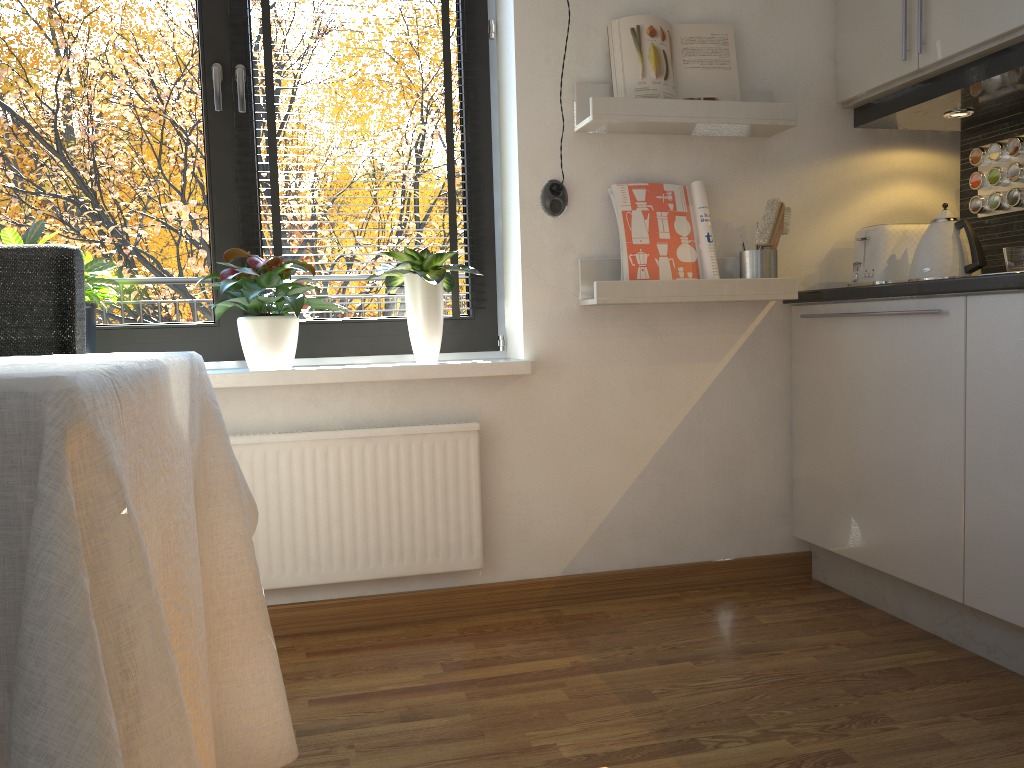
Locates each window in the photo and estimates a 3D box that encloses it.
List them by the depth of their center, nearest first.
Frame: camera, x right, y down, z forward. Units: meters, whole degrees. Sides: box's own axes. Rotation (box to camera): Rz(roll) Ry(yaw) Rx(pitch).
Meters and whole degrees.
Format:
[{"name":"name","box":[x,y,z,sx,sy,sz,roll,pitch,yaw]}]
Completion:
[{"name":"window","box":[-0.791,-0.828,2.394,1.561,1.589,0.119,-3,5,-14]},{"name":"window","box":[-5.287,0.800,13.517,12.972,18.391,21.806,-1,4,16]}]

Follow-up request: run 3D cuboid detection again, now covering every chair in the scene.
[{"name":"chair","box":[-0.966,0.245,1.396,0.461,0.961,0.544,-2,4,-9]}]

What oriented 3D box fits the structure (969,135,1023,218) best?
[{"name":"structure","box":[1.415,-0.596,2.521,0.045,0.210,0.279,-3,4,-14]}]

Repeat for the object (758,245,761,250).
[{"name":"object","box":[0.679,-0.343,2.508,0.067,0.165,0.007,-1,4,9]}]

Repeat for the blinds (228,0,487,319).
[{"name":"blinds","box":[-0.409,-0.887,2.447,0.710,1.424,0.049,-3,5,-14]}]

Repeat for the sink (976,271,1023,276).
[{"name":"sink","box":[1.424,-0.129,1.329,0.475,0.169,1.420,-3,4,-14]}]

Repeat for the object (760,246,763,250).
[{"name":"object","box":[0.699,-0.347,2.512,0.039,0.178,0.007,0,5,27]}]

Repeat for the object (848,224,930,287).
[{"name":"object","box":[1.104,-0.358,2.548,0.253,0.192,0.175,-3,4,-14]}]

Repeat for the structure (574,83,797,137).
[{"name":"structure","box":[0.475,-0.762,2.424,0.594,0.129,0.147,-3,4,-14]}]

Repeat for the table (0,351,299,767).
[{"name":"table","box":[-1.182,0.383,0.882,1.856,0.764,1.234,-3,4,-13]}]

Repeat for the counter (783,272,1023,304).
[{"name":"counter","box":[1.617,-0.075,0.646,0.622,0.192,4.246,-3,4,-14]}]

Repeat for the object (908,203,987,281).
[{"name":"object","box":[1.146,-0.361,2.347,0.178,0.236,0.204,0,4,22]}]

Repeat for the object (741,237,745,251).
[{"name":"object","box":[0.665,-0.339,2.509,0.007,0.159,0.089,2,5,36]}]

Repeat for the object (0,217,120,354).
[{"name":"object","box":[-1.097,-0.208,2.155,0.333,0.385,0.299,-2,4,1]}]

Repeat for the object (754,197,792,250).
[{"name":"object","box":[0.729,-0.387,2.480,0.119,0.267,0.059,-4,5,-23]}]

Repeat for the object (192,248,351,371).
[{"name":"object","box":[-0.621,-0.190,2.247,0.379,0.309,0.370,-5,5,-39]}]

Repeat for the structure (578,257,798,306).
[{"name":"structure","box":[0.489,-0.291,2.460,0.594,0.129,0.147,-3,4,-14]}]

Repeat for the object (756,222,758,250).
[{"name":"object","box":[0.691,-0.354,2.499,0.007,0.201,0.020,-1,4,7]}]

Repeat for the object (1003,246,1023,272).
[{"name":"object","box":[1.306,-0.314,2.287,0.071,0.076,0.071,-3,4,-22]}]

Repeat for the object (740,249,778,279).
[{"name":"object","box":[0.698,-0.314,2.510,0.103,0.124,0.103,-3,4,-16]}]

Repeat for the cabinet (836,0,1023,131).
[{"name":"cabinet","box":[1.658,-1.187,0.580,0.458,1.071,4.232,-3,4,-14]}]

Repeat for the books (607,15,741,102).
[{"name":"books","box":[0.455,-0.853,2.432,0.364,0.299,0.109,-3,4,-14]}]

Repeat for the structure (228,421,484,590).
[{"name":"structure","box":[-0.788,0.362,2.218,1.457,0.460,0.078,-3,4,-13]}]

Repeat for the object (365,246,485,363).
[{"name":"object","box":[-0.248,-0.214,2.395,0.292,0.316,0.353,-3,4,-23]}]

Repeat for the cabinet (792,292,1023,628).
[{"name":"cabinet","box":[1.347,0.227,0.599,0.040,0.691,4.219,-3,4,-14]}]

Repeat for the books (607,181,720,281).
[{"name":"books","box":[0.423,-0.398,2.449,0.283,0.331,0.138,-3,4,-16]}]
